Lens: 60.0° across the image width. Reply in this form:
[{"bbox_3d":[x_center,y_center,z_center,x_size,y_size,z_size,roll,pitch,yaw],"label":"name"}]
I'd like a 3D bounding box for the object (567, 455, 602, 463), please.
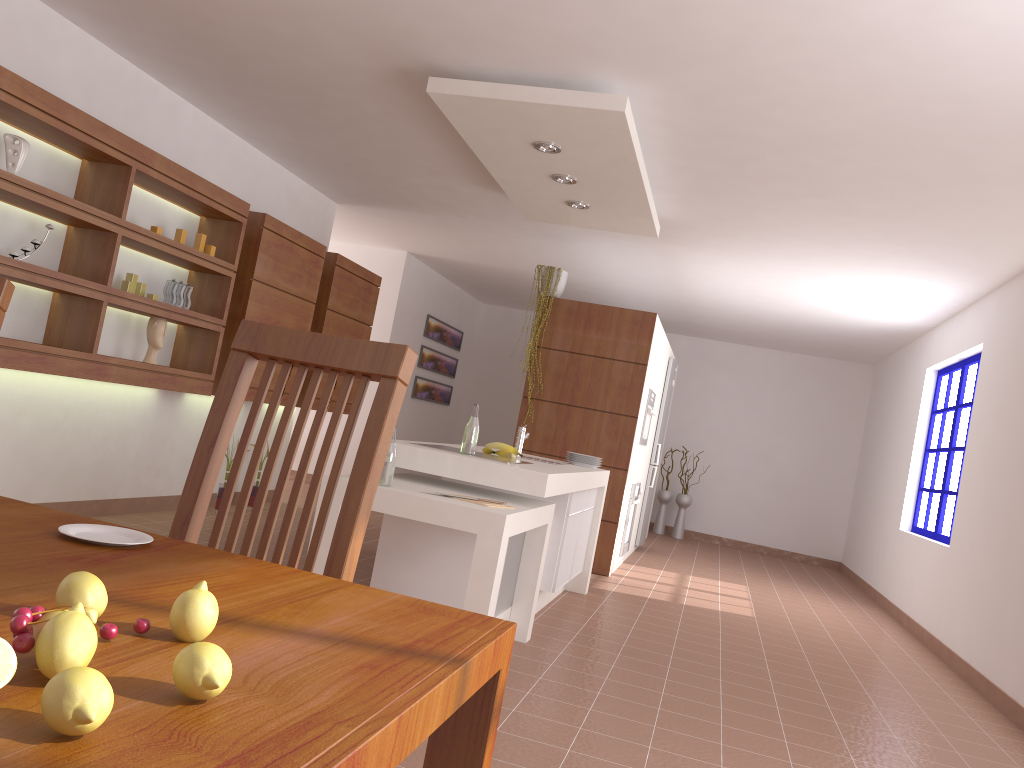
[{"bbox_3d":[0.455,0.481,5.636,0.228,0.020,0.228,11,-3,-4],"label":"object"}]

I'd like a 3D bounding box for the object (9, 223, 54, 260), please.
[{"bbox_3d":[-2.199,-0.651,4.059,0.190,0.227,0.136,13,-4,-44],"label":"object"}]

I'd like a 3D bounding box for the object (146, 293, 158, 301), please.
[{"bbox_3d":[-1.994,-0.476,4.914,0.044,0.040,0.044,10,-3,14],"label":"object"}]

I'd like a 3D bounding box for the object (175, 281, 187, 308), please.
[{"bbox_3d":[-1.942,-0.519,5.154,0.054,0.165,0.065,9,-3,29],"label":"object"}]

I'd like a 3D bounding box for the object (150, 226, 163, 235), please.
[{"bbox_3d":[-1.886,-0.816,4.705,0.044,0.049,0.044,10,-3,14],"label":"object"}]

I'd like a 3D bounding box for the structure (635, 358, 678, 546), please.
[{"bbox_3d":[1.454,0.673,8.835,0.089,1.862,0.604,10,-3,14],"label":"structure"}]

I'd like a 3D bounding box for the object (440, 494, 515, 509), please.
[{"bbox_3d":[-0.137,0.465,3.524,0.266,0.006,0.168,9,-3,30],"label":"object"}]

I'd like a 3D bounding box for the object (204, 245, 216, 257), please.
[{"bbox_3d":[-1.788,-0.783,5.248,0.044,0.070,0.044,10,-3,14],"label":"object"}]

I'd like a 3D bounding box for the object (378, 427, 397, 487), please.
[{"bbox_3d":[-0.481,0.282,3.453,0.071,0.230,0.071,11,-3,-5],"label":"object"}]

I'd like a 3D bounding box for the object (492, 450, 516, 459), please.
[{"bbox_3d":[-0.031,0.363,4.566,0.060,0.033,0.207,12,-3,-31],"label":"object"}]

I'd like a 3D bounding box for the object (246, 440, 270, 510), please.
[{"bbox_3d":[-1.865,0.658,6.544,0.087,0.546,0.296,10,-3,14],"label":"object"}]

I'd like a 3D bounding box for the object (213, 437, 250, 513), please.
[{"bbox_3d":[-1.964,0.619,6.111,0.087,0.546,0.296,9,-3,30],"label":"object"}]

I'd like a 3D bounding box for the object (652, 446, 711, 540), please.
[{"bbox_3d":[2.068,1.317,10.761,0.655,1.112,0.284,9,-3,33],"label":"object"}]

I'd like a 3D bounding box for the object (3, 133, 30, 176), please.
[{"bbox_3d":[-2.173,-0.985,3.866,0.103,0.197,0.071,12,-3,-25],"label":"object"}]

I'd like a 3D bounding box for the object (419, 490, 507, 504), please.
[{"bbox_3d":[-0.190,0.448,3.510,0.375,0.008,0.041,12,-3,-19],"label":"object"}]

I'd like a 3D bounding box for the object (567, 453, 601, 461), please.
[{"bbox_3d":[0.457,0.471,5.636,0.228,0.020,0.228,11,-3,-4],"label":"object"}]

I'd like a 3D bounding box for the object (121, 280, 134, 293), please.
[{"bbox_3d":[-2.047,-0.511,4.717,0.044,0.070,0.044,10,-3,14],"label":"object"}]

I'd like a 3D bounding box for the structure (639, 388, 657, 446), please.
[{"bbox_3d":[1.158,0.289,7.411,0.056,0.454,0.614,10,-3,14],"label":"structure"}]

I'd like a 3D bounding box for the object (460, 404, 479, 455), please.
[{"bbox_3d":[-0.180,0.204,4.018,0.071,0.230,0.071,11,-3,-5],"label":"object"}]

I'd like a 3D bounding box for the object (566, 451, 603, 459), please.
[{"bbox_3d":[0.459,0.461,5.637,0.228,0.020,0.228,11,-3,-4],"label":"object"}]

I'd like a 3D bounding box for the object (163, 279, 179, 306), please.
[{"bbox_3d":[-1.967,-0.526,5.108,0.054,0.165,0.065,9,-3,29],"label":"object"}]

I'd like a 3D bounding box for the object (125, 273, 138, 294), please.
[{"bbox_3d":[-2.061,-0.536,4.788,0.044,0.120,0.044,10,-3,14],"label":"object"}]

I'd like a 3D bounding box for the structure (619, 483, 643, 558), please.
[{"bbox_3d":[0.995,1.121,7.376,0.058,0.592,0.596,10,-3,14],"label":"structure"}]

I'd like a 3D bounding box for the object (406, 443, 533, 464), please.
[{"bbox_3d":[-0.188,0.332,4.221,0.493,0.006,0.551,10,-3,14],"label":"object"}]

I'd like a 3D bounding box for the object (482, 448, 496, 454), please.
[{"bbox_3d":[-0.124,0.348,4.617,0.060,0.033,0.207,11,-3,-6],"label":"object"}]

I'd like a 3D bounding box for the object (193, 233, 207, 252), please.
[{"bbox_3d":[-1.831,-0.819,5.195,0.044,0.120,0.044,10,-3,14],"label":"object"}]

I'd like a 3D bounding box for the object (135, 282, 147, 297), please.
[{"bbox_3d":[-2.061,-0.515,4.908,0.044,0.090,0.044,10,-3,14],"label":"object"}]

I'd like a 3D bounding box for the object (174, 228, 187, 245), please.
[{"bbox_3d":[-1.857,-0.824,4.968,0.044,0.099,0.044,10,-3,14],"label":"object"}]

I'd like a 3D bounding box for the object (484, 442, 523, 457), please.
[{"bbox_3d":[-0.039,0.335,4.594,0.207,0.055,0.047,11,-3,-9],"label":"object"}]

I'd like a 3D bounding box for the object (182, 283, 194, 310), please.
[{"bbox_3d":[-1.917,-0.512,5.200,0.054,0.165,0.065,9,-3,29],"label":"object"}]

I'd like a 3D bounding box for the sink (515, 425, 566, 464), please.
[{"bbox_3d":[0.097,0.431,5.233,0.404,0.368,0.668,10,-3,14],"label":"sink"}]

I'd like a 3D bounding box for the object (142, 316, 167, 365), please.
[{"bbox_3d":[-2.026,-0.256,5.020,0.100,0.284,0.100,8,-4,44],"label":"object"}]
